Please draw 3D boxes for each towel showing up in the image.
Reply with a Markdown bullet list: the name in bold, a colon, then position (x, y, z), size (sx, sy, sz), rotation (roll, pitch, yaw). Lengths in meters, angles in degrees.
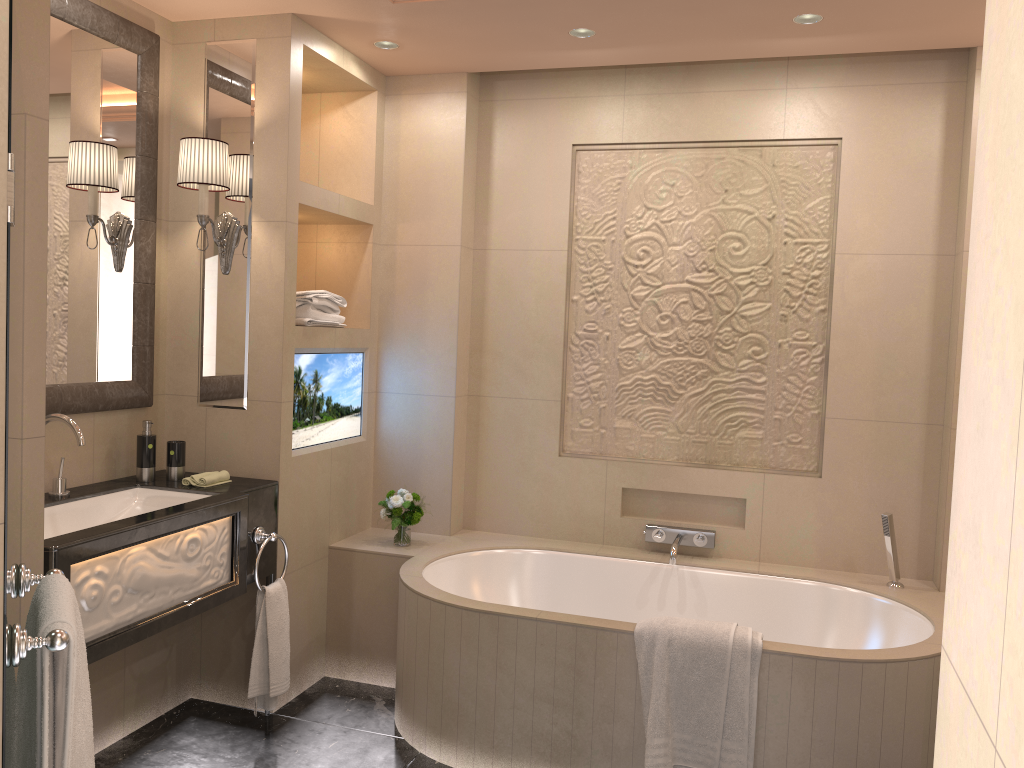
- **towel**: position (0.560, 0.940, 2.684), size (0.374, 0.463, 0.453), rotation (3, 3, 19)
- **towel**: position (-0.779, 0.657, 1.454), size (0.154, 0.629, 0.313), rotation (1, 3, -16)
- **towel**: position (-1.050, 0.325, 3.058), size (0.096, 0.039, 0.149), rotation (3, 3, 19)
- **towel**: position (-0.828, 0.906, 3.061), size (0.116, 0.455, 0.173), rotation (2, 3, -2)
- **towel**: position (0.601, -0.506, 3.096), size (3.195, 0.726, 0.517), rotation (3, 3, 17)

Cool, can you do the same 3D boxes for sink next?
- **sink**: position (-1.220, 0.442, 2.601), size (0.349, 0.135, 0.760), rotation (3, 3, 17)

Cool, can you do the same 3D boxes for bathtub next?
- **bathtub**: position (0.525, 0.992, 3.181), size (2.662, 0.540, 1.060), rotation (3, 3, 17)

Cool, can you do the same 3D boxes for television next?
- **television**: position (-0.737, 0.055, 3.535), size (0.025, 0.360, 0.564), rotation (3, 3, 17)

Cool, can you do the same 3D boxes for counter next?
- **counter**: position (-1.257, 0.789, 2.628), size (0.543, 0.858, 1.330), rotation (3, 3, 17)

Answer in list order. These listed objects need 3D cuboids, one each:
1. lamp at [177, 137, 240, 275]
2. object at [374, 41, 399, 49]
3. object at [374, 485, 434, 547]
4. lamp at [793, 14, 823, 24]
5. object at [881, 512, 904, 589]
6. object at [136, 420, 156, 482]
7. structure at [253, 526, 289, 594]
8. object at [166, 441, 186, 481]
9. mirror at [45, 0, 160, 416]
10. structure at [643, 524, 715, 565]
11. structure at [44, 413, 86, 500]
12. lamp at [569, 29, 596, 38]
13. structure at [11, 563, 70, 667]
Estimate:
- **lamp**: position (-1.058, -0.611, 3.084), size (0.174, 0.444, 0.223), rotation (3, 3, 17)
- **object**: position (-0.479, -1.330, 3.394), size (0.097, 0.069, 0.097), rotation (4, 4, 34)
- **object**: position (-0.448, 0.530, 3.624), size (0.229, 0.252, 0.197), rotation (0, 4, -31)
- **lamp**: position (0.984, -1.245, 2.943), size (0.097, 0.069, 0.097), rotation (3, 3, 14)
- **object**: position (1.406, 0.612, 3.274), size (0.114, 0.280, 0.059), rotation (1, 4, -28)
- **object**: position (-1.262, 0.230, 3.060), size (0.063, 0.208, 0.063), rotation (2, 3, -2)
- **structure**: position (-0.844, 0.605, 3.050), size (0.074, 0.226, 0.203), rotation (3, 3, 17)
- **object**: position (-1.177, 0.268, 3.107), size (0.063, 0.134, 0.063), rotation (0, 4, -40)
- **mirror**: position (-1.443, -0.553, 2.636), size (0.041, 1.321, 1.131), rotation (3, 3, 17)
- **structure**: position (0.654, 0.645, 3.547), size (0.290, 0.097, 0.259), rotation (3, 3, 17)
- **structure**: position (-1.400, 0.217, 2.668), size (0.242, 0.268, 0.223), rotation (1, 3, -18)
- **lamp**: position (0.252, -1.288, 3.168), size (0.097, 0.069, 0.097), rotation (4, 4, 34)
- **structure**: position (-0.770, 0.365, 1.451), size (0.074, 0.061, 0.415), rotation (1, 4, -28)
